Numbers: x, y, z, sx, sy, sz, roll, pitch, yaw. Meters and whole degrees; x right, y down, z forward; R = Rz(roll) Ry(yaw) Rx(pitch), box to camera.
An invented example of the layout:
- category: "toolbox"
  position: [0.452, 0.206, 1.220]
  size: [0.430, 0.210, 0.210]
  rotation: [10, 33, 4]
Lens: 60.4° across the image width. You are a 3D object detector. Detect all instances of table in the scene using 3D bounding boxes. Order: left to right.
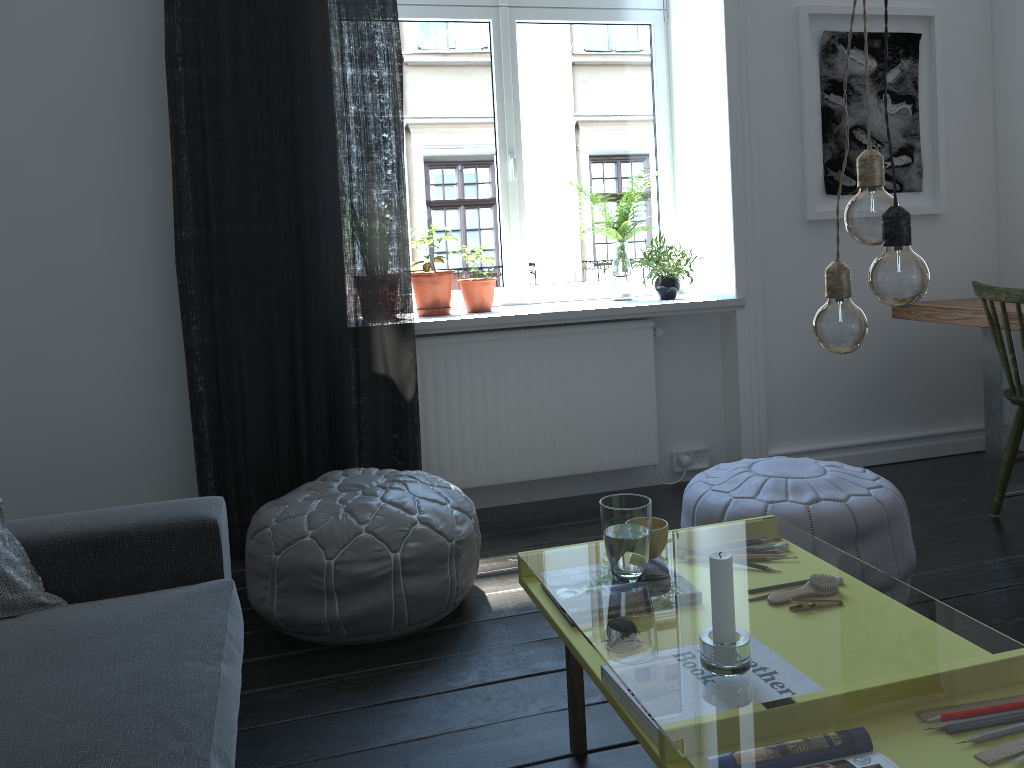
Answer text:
- category: "table"
  position: [0.494, 0.619, 1.239]
  size: [0.601, 0.396, 1.413]
  rotation: [-5, 9, -15]
- category: "table"
  position: [2.350, 0.134, 2.677]
  size: [1.020, 0.710, 2.247]
  rotation: [-5, 9, -15]

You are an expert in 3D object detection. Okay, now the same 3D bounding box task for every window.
- category: "window"
  position: [-0.021, -1.333, 3.837]
  size: [1.571, 1.976, 0.107]
  rotation: [-4, 3, -15]

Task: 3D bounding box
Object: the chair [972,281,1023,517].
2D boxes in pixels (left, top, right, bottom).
- category: "chair"
  position: [1.887, 0.060, 2.949]
  size: [0.487, 0.822, 0.470]
  rotation: [-4, 4, -16]

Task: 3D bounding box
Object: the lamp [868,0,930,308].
- category: "lamp"
  position: [0.477, -0.844, 1.139]
  size: [0.074, 1.489, 0.087]
  rotation: [-1, 3, 36]

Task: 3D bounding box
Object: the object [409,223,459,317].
- category: "object"
  position: [-0.334, -0.463, 3.559]
  size: [0.258, 0.368, 0.236]
  rotation: [-3, 4, -3]

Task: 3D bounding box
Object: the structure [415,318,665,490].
- category: "structure"
  position: [0.124, 0.088, 3.479]
  size: [1.066, 0.625, 0.073]
  rotation: [-5, 3, -15]

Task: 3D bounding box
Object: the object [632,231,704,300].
- category: "object"
  position: [0.663, -0.506, 3.735]
  size: [0.285, 0.293, 0.288]
  rotation: [-4, 6, -10]

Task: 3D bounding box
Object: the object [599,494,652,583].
- category: "object"
  position: [0.217, 0.293, 1.662]
  size: [0.097, 0.145, 0.098]
  rotation: [0, 5, 36]

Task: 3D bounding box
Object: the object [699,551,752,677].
- category: "object"
  position: [0.312, 0.333, 1.301]
  size: [0.074, 0.172, 0.075]
  rotation: [-2, 4, 20]

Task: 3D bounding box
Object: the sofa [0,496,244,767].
- category: "sofa"
  position: [-0.849, 0.590, 0.841]
  size: [1.086, 0.717, 2.394]
  rotation: [-5, 9, -15]

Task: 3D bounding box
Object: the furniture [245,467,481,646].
- category: "furniture"
  position: [-0.429, 0.466, 2.584]
  size: [0.681, 0.379, 0.685]
  rotation: [-5, 8, -15]

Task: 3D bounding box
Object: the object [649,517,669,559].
- category: "object"
  position: [0.271, 0.313, 1.769]
  size: [0.087, 0.066, 0.088]
  rotation: [-1, 7, 13]

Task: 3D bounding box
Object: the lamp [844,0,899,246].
- category: "lamp"
  position: [0.466, -0.936, 1.201]
  size: [0.074, 1.489, 0.075]
  rotation: [-2, 3, 32]

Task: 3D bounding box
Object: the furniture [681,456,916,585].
- category: "furniture"
  position: [0.781, 0.434, 2.442]
  size: [0.617, 0.416, 0.614]
  rotation: [-6, 7, -20]

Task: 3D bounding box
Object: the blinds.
- category: "blinds"
  position: [-0.756, -0.903, 3.010]
  size: [0.806, 2.956, 0.112]
  rotation: [-4, 2, -16]

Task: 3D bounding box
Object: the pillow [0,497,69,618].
- category: "pillow"
  position: [-0.982, 0.356, 0.867]
  size: [0.479, 0.487, 2.075]
  rotation: [-4, 9, -10]

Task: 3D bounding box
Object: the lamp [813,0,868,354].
- category: "lamp"
  position: [0.442, -0.786, 1.235]
  size: [0.089, 1.489, 0.075]
  rotation: [-3, 2, 9]

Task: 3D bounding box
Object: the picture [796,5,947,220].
- category: "picture"
  position: [1.539, -1.162, 3.784]
  size: [0.689, 0.883, 0.083]
  rotation: [-4, 3, -15]

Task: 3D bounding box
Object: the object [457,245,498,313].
- category: "object"
  position: [-0.131, -0.432, 3.596]
  size: [0.177, 0.276, 0.196]
  rotation: [1, 6, 42]

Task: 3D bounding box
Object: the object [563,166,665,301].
- category: "object"
  position: [0.479, -0.641, 3.799]
  size: [0.393, 0.562, 0.330]
  rotation: [1, 5, 39]
